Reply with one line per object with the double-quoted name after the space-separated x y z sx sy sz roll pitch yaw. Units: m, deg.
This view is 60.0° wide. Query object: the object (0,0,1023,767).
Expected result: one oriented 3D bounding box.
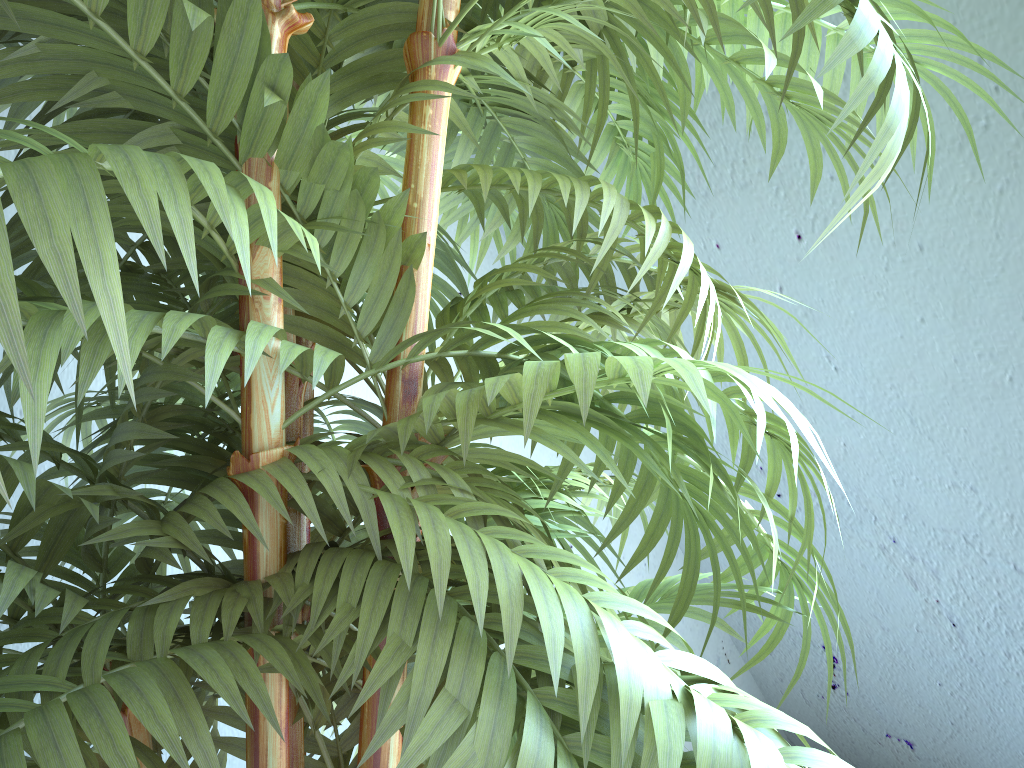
-0.128 -0.043 0.587 0.980 2.034 1.020 0 -2 14 "object"
